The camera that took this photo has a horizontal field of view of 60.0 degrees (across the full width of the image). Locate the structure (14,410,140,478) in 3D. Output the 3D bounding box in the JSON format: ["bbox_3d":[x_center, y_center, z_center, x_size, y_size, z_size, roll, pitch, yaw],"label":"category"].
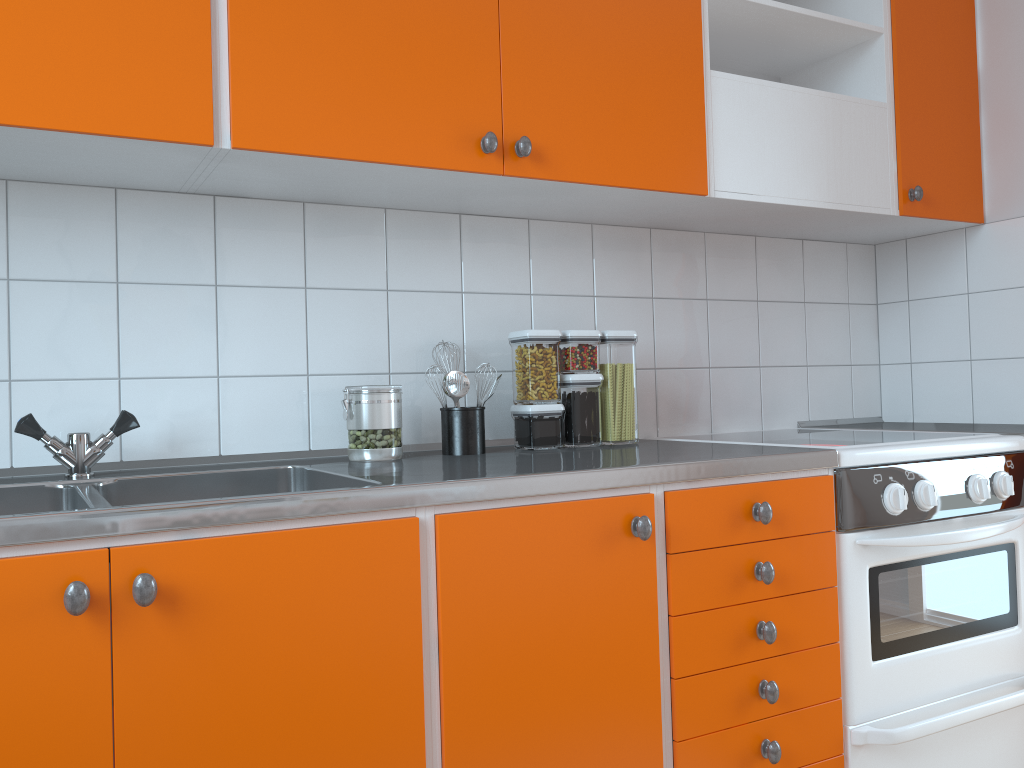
[{"bbox_3d":[-0.770,0.107,1.574,0.199,0.116,0.049,-1,-1,-28],"label":"structure"}]

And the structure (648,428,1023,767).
[{"bbox_3d":[0.748,0.555,2.094,0.613,0.864,0.738,-1,-1,-29],"label":"structure"}]

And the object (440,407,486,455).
[{"bbox_3d":[-0.103,0.102,1.874,0.097,0.105,0.095,-3,-1,42],"label":"object"}]

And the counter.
[{"bbox_3d":[-0.046,0.190,1.711,3.079,0.132,0.686,-1,-1,-28],"label":"counter"}]

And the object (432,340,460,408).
[{"bbox_3d":[-0.116,0.024,1.937,0.063,0.251,0.187,-1,-1,-28],"label":"object"}]

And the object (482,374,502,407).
[{"bbox_3d":[-0.062,0.062,1.878,0.119,0.164,0.034,-3,-1,42],"label":"object"}]

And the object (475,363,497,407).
[{"bbox_3d":[-0.063,0.023,1.844,0.044,0.131,0.077,-1,-1,-37],"label":"object"}]

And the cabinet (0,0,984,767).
[{"bbox_3d":[-0.047,-0.166,1.703,3.080,2.349,0.710,-1,-1,-28],"label":"cabinet"}]

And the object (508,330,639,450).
[{"bbox_3d":[0.145,0.011,2.009,0.298,0.261,0.095,-1,-1,-28],"label":"object"}]

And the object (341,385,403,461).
[{"bbox_3d":[-0.278,0.078,1.790,0.117,0.150,0.117,-2,-1,5],"label":"object"}]

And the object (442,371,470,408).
[{"bbox_3d":[-0.123,0.061,1.840,0.052,0.176,0.088,-1,-1,-20],"label":"object"}]

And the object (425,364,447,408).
[{"bbox_3d":[-0.142,0.055,1.861,0.045,0.190,0.106,-2,-1,23],"label":"object"}]
